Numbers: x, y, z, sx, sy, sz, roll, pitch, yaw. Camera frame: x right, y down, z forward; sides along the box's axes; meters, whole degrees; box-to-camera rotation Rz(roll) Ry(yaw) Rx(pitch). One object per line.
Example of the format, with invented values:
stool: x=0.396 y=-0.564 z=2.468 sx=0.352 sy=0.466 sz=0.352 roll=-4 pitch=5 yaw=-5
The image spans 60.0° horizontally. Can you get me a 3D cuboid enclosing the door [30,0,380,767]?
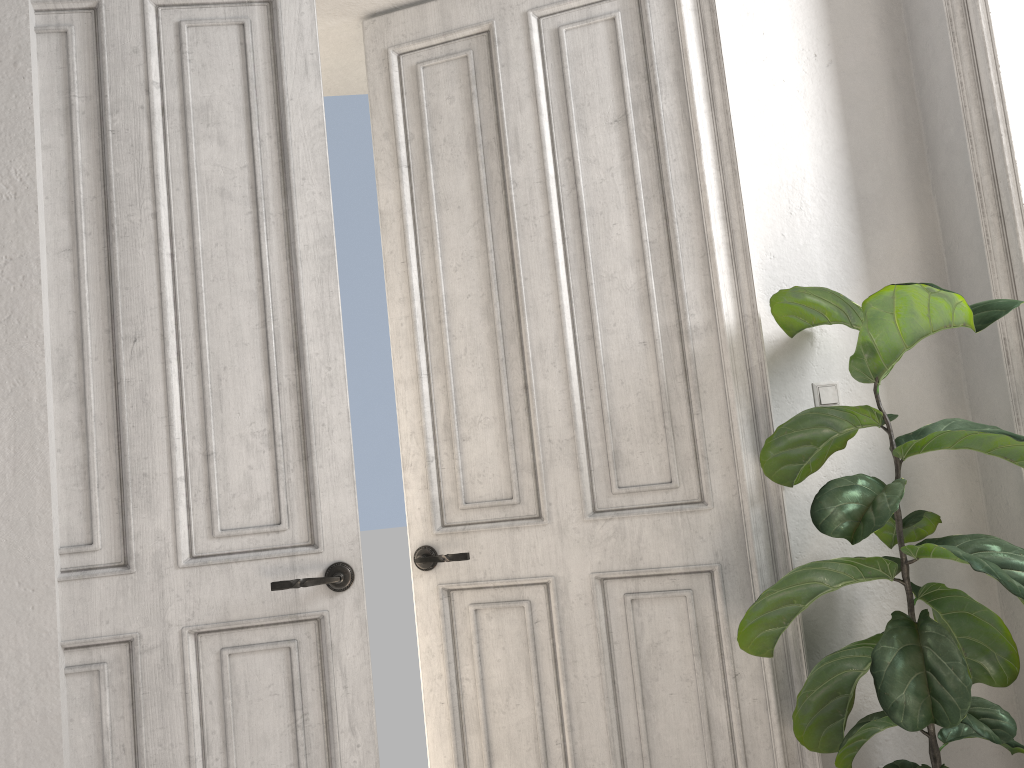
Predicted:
door: x=-0.993 y=0.152 z=2.425 sx=1.097 sy=2.811 sz=0.216 roll=-5 pitch=-6 yaw=-5

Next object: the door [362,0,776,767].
door: x=0.142 y=0.068 z=2.716 sx=1.097 sy=2.811 sz=0.216 roll=-8 pitch=-7 yaw=18
